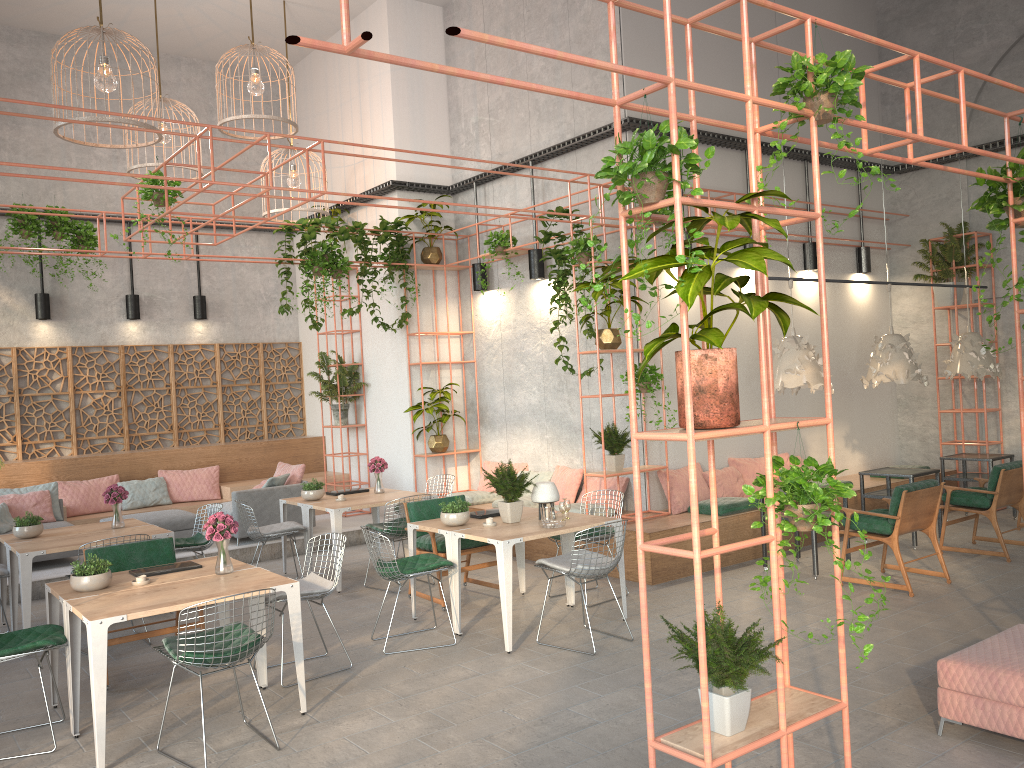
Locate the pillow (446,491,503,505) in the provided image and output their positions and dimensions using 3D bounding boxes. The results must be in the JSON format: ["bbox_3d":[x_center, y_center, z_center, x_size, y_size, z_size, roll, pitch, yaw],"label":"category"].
[{"bbox_3d":[-0.497,1.459,11.364,0.491,0.149,0.637,-3,0,-36],"label":"pillow"}]

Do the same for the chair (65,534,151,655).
[{"bbox_3d":[-3.333,1.697,7.353,0.565,0.941,0.717,-3,0,-40],"label":"chair"}]

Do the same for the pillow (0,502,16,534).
[{"bbox_3d":[-5.761,1.526,10.044,0.307,0.324,0.499,-3,0,-2],"label":"pillow"}]

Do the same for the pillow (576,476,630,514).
[{"bbox_3d":[1.010,1.241,10.003,0.289,0.385,0.666,-3,0,-41],"label":"pillow"}]

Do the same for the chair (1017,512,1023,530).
[{"bbox_3d":[6.217,1.177,10.045,0.722,0.930,0.685,-3,0,-37],"label":"chair"}]

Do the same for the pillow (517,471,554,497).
[{"bbox_3d":[0.244,1.281,11.031,0.289,0.385,0.666,-3,0,-41],"label":"pillow"}]

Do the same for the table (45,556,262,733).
[{"bbox_3d":[-2.407,1.706,5.995,1.205,0.830,0.694,-3,0,-37],"label":"table"}]

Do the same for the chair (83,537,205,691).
[{"bbox_3d":[-2.763,1.671,6.638,0.722,0.917,0.685,-3,0,-37],"label":"chair"}]

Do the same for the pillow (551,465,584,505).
[{"bbox_3d":[0.605,1.214,10.506,0.276,0.474,0.839,-3,0,-16],"label":"pillow"}]

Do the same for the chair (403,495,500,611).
[{"bbox_3d":[-0.546,1.546,8.317,0.722,0.917,0.685,-3,0,-37],"label":"chair"}]

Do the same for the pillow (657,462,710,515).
[{"bbox_3d":[1.933,1.144,9.784,0.276,0.474,0.839,-3,0,44],"label":"pillow"}]

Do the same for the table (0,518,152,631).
[{"bbox_3d":[-4.066,1.780,8.300,1.205,0.830,0.694,-3,0,-37],"label":"table"}]

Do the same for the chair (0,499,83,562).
[{"bbox_3d":[-5.636,1.709,10.174,1.127,0.586,1.056,-3,0,-37],"label":"chair"}]

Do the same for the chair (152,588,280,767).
[{"bbox_3d":[-1.675,1.610,5.048,0.565,0.941,0.717,-3,0,-40],"label":"chair"}]

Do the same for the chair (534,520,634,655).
[{"bbox_3d":[0.542,1.485,6.728,0.565,0.941,0.717,-3,0,-40],"label":"chair"}]

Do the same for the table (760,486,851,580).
[{"bbox_3d":[2.868,1.431,8.700,0.602,0.798,0.635,-3,0,-37],"label":"table"}]

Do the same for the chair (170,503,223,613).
[{"bbox_3d":[-3.194,1.686,8.710,0.717,0.941,0.565,-3,0,-35],"label":"chair"}]

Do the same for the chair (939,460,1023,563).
[{"bbox_3d":[4.830,1.255,9.008,0.722,0.930,0.685,-3,0,-37],"label":"chair"}]

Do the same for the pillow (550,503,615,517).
[{"bbox_3d":[0.737,1.395,9.709,0.491,0.149,0.637,-3,0,-36],"label":"pillow"}]

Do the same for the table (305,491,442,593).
[{"bbox_3d":[-1.458,1.634,9.381,1.214,0.830,0.694,-3,0,-37],"label":"table"}]

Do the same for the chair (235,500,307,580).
[{"bbox_3d":[-2.487,1.646,9.229,0.717,0.941,0.565,-3,0,-20],"label":"chair"}]

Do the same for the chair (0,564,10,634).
[{"bbox_3d":[-4.675,1.770,7.593,0.717,0.941,0.565,-3,0,-20],"label":"chair"}]

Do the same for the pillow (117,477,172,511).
[{"bbox_3d":[-5.030,1.497,12.143,0.666,0.385,0.289,-3,0,-41],"label":"pillow"}]

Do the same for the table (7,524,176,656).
[{"bbox_3d":[-3.648,1.758,7.746,1.214,0.830,0.694,-3,0,-37],"label":"table"}]

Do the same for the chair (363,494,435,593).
[{"bbox_3d":[-1.145,1.573,8.990,0.565,0.941,0.717,-3,0,-40],"label":"chair"}]

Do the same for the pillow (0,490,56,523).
[{"bbox_3d":[-5.754,1.474,10.426,0.666,0.385,0.289,-3,0,-36],"label":"pillow"}]

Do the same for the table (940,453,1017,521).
[{"bbox_3d":[5.675,1.273,10.800,0.602,0.798,0.635,-3,0,-37],"label":"table"}]

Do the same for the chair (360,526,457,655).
[{"bbox_3d":[-0.800,1.558,6.968,0.717,0.941,0.565,-3,0,-20],"label":"chair"}]

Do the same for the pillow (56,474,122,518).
[{"bbox_3d":[-5.583,1.482,11.758,0.276,0.474,0.839,-3,0,44],"label":"pillow"}]

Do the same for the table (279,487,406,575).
[{"bbox_3d":[-1.878,1.656,9.937,1.205,0.830,0.694,-3,0,-37],"label":"table"}]

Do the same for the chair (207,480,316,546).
[{"bbox_3d":[-3.248,1.618,11.451,1.052,0.672,1.127,-3,0,-37],"label":"chair"}]

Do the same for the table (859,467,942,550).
[{"bbox_3d":[4.272,1.352,9.750,0.602,0.798,0.635,-3,0,-37],"label":"table"}]

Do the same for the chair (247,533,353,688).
[{"bbox_3d":[-1.535,1.600,6.405,0.717,0.941,0.565,-3,0,-35],"label":"chair"}]

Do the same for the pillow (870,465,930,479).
[{"bbox_3d":[5.084,1.152,11.607,0.637,0.149,0.491,-3,0,-36],"label":"pillow"}]

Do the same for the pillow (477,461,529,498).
[{"bbox_3d":[-0.125,1.252,11.558,0.839,0.474,0.276,-3,0,44],"label":"pillow"}]

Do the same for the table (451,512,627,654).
[{"bbox_3d":[0.229,1.546,7.119,1.214,0.830,0.694,-3,0,-37],"label":"table"}]

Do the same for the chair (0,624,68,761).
[{"bbox_3d":[-3.016,1.684,5.288,0.717,0.941,0.565,-3,0,-20],"label":"chair"}]

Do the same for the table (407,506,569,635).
[{"bbox_3d":[-0.191,1.568,7.675,1.205,0.830,0.694,-3,0,-37],"label":"table"}]

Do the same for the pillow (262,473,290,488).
[{"bbox_3d":[-3.060,1.341,11.318,0.308,0.349,0.495,-3,0,13],"label":"pillow"}]

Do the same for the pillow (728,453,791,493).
[{"bbox_3d":[2.983,1.084,10.516,0.839,0.474,0.276,-3,0,-16],"label":"pillow"}]

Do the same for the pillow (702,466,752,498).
[{"bbox_3d":[2.462,1.160,10.152,0.666,0.385,0.289,-3,0,-41],"label":"pillow"}]

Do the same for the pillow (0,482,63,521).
[{"bbox_3d":[-5.835,1.447,10.554,0.839,0.474,0.276,-3,0,-36],"label":"pillow"}]

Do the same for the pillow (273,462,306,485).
[{"bbox_3d":[-3.003,1.291,11.778,0.273,0.476,0.836,-3,0,-36],"label":"pillow"}]

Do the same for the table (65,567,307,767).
[{"bbox_3d":[-1.987,1.684,5.439,1.214,0.830,0.694,-3,0,-37],"label":"table"}]

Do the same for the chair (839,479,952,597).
[{"bbox_3d":[3.414,1.335,7.949,0.722,0.929,0.685,-3,0,-37],"label":"chair"}]

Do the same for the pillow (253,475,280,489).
[{"bbox_3d":[-3.284,1.371,11.713,0.479,0.317,0.441,-3,0,35],"label":"pillow"}]

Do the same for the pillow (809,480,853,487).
[{"bbox_3d":[3.666,1.232,10.546,0.637,0.149,0.491,-3,0,-36],"label":"pillow"}]

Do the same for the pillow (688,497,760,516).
[{"bbox_3d":[2.282,1.310,9.510,0.637,0.149,0.491,-3,0,-36],"label":"pillow"}]

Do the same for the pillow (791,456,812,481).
[{"bbox_3d":[3.488,1.102,10.919,0.666,0.385,0.289,-3,0,-41],"label":"pillow"}]

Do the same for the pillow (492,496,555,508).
[{"bbox_3d":[0.129,1.427,10.524,0.491,0.149,0.637,-3,0,-36],"label":"pillow"}]

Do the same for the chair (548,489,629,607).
[{"bbox_3d":[0.681,1.475,8.085,0.717,0.941,0.565,-3,0,-35],"label":"chair"}]

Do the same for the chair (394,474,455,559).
[{"bbox_3d":[-1.006,1.563,10.347,0.717,0.941,0.565,-3,0,-35],"label":"chair"}]
